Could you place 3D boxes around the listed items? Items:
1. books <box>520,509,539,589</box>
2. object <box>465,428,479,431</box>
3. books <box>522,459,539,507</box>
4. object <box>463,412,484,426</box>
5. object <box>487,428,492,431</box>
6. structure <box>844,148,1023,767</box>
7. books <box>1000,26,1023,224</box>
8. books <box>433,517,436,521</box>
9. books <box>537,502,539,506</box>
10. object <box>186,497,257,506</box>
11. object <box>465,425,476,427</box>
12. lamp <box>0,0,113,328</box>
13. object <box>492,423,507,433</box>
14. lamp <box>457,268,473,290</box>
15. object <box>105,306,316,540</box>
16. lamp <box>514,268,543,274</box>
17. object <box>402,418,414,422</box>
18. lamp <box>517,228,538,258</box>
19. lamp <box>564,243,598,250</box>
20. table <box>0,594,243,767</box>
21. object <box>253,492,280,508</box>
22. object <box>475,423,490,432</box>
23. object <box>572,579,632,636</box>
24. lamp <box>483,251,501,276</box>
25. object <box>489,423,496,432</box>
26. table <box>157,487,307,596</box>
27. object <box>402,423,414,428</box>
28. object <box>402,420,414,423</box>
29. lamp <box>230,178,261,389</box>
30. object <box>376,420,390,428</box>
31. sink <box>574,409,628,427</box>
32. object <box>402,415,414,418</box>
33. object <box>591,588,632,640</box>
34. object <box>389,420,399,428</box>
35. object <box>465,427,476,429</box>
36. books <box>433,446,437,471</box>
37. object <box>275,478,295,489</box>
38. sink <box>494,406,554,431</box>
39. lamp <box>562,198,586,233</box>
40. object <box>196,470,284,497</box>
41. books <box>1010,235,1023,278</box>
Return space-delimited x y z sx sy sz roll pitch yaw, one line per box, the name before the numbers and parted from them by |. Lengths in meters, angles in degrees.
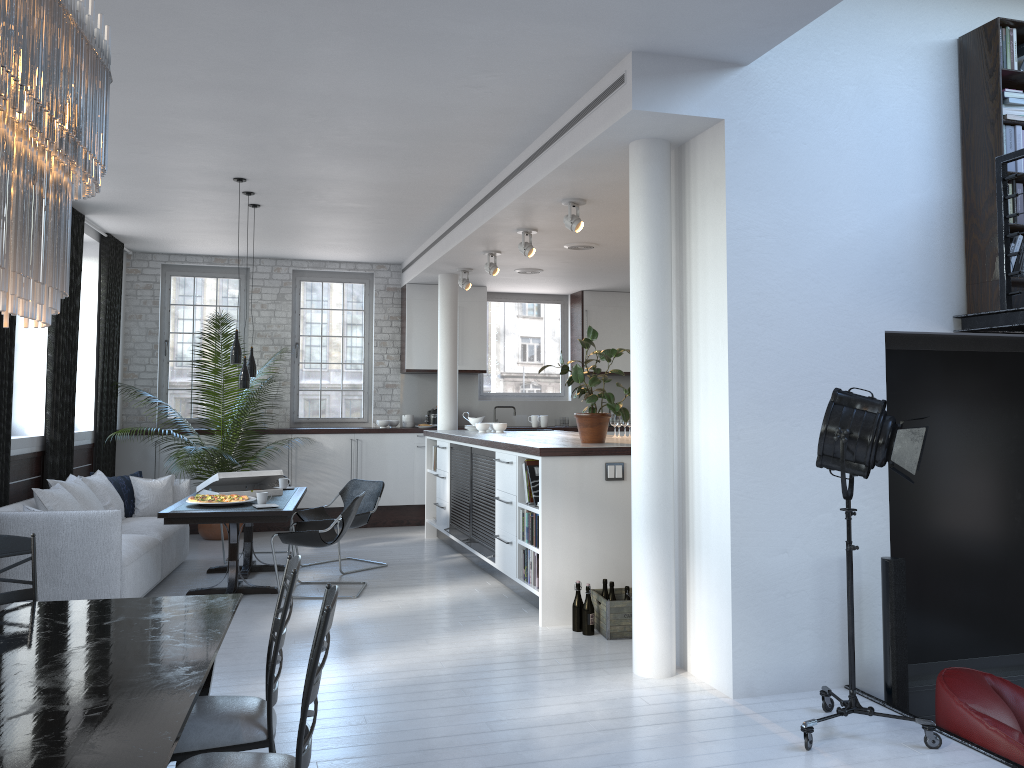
books | 0.365 1.034 6.374 0.492 0.799 0.539 1 -3 -16
object | -0.401 0.510 9.942 0.261 0.028 0.261 1 -2 -27
books | 0.208 0.713 6.459 0.186 0.329 0.323 1 -3 -16
object | -0.426 0.401 9.953 0.269 0.173 0.130 0 -3 13
object | -0.257 0.498 9.664 0.235 0.041 0.235 1 -1 -21
structure | 3.971 0.418 3.075 4.615 3.360 4.481 1 -2 -16
books | 3.700 -1.279 5.271 2.206 1.426 0.314 1 -4 -16
books | -0.685 1.343 9.715 0.293 0.325 0.471 1 -2 -19
books | 0.326 0.843 6.213 0.272 0.054 0.204 1 -2 -21
object | -2.293 0.932 6.998 0.532 0.042 0.531 1 -1 -19
object | -0.401 0.480 9.943 0.261 0.028 0.261 1 -2 -29
lamp | -1.158 -0.964 1.816 0.440 1.629 1.270 1 -3 -11
object | -0.129 0.459 9.253 0.156 0.093 0.156 0 -2 -2
lamp | -0.526 -1.165 9.919 0.183 0.239 0.182 1 -3 -13
object | -3.427 0.437 9.823 1.921 2.628 2.396 -2 -3 31
lamp | 0.190 -1.272 10.015 0.328 0.025 0.328 1 -2 -41
object | -1.323 0.461 11.288 0.153 0.063 0.153 0 -2 13
lamp | 0.132 -1.215 7.692 0.183 0.239 0.182 1 -3 -13
lamp | 0.657 -1.308 8.433 0.328 0.025 0.328 0 -1 -11
table | -1.366 1.206 2.651 0.891 0.698 1.993 1 -2 -12
object | -1.912 0.898 6.856 0.175 0.097 0.301 1 -2 -26
object | -0.306 0.459 9.279 0.156 0.093 0.156 1 -2 -16
object | 0.674 1.469 5.832 0.556 0.325 0.288 0 -3 10
lamp | -0.197 -1.190 8.805 0.183 0.239 0.182 1 -3 -13
object | -0.178 0.463 9.422 0.156 0.093 0.156 1 -2 -31
table | -2.274 1.312 7.451 0.959 0.704 1.914 0 -2 -10
object | -1.321 0.526 11.288 0.153 0.055 0.153 -1 -2 27
object | -1.322 0.491 11.287 0.154 0.074 0.152 0 -2 -13
lamp | -2.277 -0.887 7.592 0.114 1.857 1.053 1 -3 -9
object | -1.598 0.499 10.989 0.156 0.093 0.156 1 -2 -18
sink | 1.310 0.498 11.866 0.916 0.414 0.433 1 -2 -16
object | -1.324 0.428 11.292 0.154 0.075 0.153 -1 -2 41
object | 0.791 1.507 5.863 0.455 0.248 0.389 0 -2 -11
object | -1.490 0.502 11.117 0.156 0.093 0.156 1 -2 -36
object | -0.401 0.502 9.942 0.261 0.028 0.261 0 -1 8
books | -0.714 0.790 9.723 0.253 0.324 0.509 1 -2 -16
object | -2.130 0.929 8.260 0.204 0.099 0.175 0 -2 -11
sink | 0.082 0.509 9.989 0.648 0.520 0.545 1 -2 -16
lamp | 0.461 -1.240 6.578 0.183 0.239 0.182 1 -3 -13
object | -2.383 0.859 7.772 0.590 0.216 0.587 1 -2 -37
books | 4.316 -1.313 3.274 2.205 1.411 4.370 1 -2 -17
